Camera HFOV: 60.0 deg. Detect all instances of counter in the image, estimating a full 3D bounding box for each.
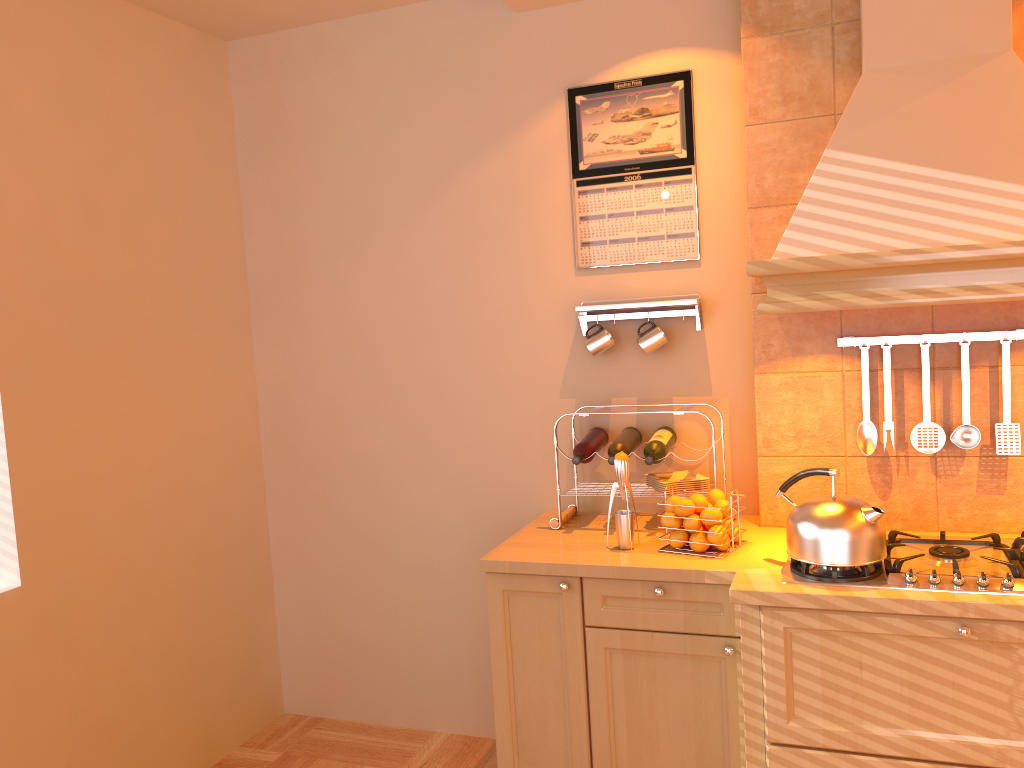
[{"bbox_3d":[1.038,0.475,2.402,2.250,0.038,0.770,-2,5,21],"label":"counter"}]

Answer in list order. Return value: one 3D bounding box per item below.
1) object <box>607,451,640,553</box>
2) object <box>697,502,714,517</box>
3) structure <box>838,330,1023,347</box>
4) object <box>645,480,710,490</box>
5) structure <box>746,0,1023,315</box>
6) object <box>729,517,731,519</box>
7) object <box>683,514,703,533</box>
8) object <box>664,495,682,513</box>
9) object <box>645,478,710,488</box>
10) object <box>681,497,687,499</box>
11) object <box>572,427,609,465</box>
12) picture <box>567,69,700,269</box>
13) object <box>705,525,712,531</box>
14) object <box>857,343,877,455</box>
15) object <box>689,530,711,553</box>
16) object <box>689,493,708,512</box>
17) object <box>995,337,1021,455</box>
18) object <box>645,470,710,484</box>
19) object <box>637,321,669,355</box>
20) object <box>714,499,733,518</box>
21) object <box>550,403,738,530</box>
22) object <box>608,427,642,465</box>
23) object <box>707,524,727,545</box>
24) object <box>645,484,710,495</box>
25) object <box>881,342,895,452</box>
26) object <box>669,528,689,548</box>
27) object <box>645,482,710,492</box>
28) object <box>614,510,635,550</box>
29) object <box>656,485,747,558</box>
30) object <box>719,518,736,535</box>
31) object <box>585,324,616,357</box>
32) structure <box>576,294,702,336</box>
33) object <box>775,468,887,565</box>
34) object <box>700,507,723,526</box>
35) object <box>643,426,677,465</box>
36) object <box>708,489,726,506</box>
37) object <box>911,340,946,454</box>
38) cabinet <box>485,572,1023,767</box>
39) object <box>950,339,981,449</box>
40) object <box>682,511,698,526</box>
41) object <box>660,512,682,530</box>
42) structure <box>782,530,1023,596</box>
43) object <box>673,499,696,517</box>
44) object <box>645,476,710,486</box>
[{"bbox_3d":[0.313,0.339,2.603,0.088,0.288,0.101,-2,5,21],"label":"object"},{"bbox_3d":[0.566,0.370,2.597,0.055,0.051,0.061,-6,5,-24],"label":"object"},{"bbox_3d":[1.188,-0.128,2.500,0.506,0.024,0.009,-2,5,21],"label":"structure"},{"bbox_3d":[0.525,0.318,2.815,0.163,0.011,0.172,-4,5,-10],"label":"object"},{"bbox_3d":[1.218,-0.566,0.638,1.061,1.148,4.091,-4,5,-5],"label":"structure"},{"bbox_3d":[0.619,0.386,2.591,0.053,0.054,0.061,-1,5,27],"label":"object"},{"bbox_3d":[0.514,0.396,2.522,0.052,0.053,0.062,1,6,43],"label":"object"},{"bbox_3d":[0.471,0.353,2.573,0.052,0.060,0.057,-6,5,-31],"label":"object"},{"bbox_3d":[0.524,0.311,2.814,0.163,0.011,0.172,-4,5,-10],"label":"object"},{"bbox_3d":[0.503,0.360,2.617,0.053,0.051,0.063,-1,5,26],"label":"object"},{"bbox_3d":[0.249,0.206,2.912,0.076,0.095,0.282,-2,5,21],"label":"object"},{"bbox_3d":[0.397,-0.700,2.931,0.417,0.605,0.009,-2,5,21],"label":"picture"},{"bbox_3d":[0.580,0.404,2.544,0.051,0.053,0.062,-4,5,-11],"label":"object"},{"bbox_3d":[1.021,0.044,2.558,0.055,0.323,0.028,-2,5,21],"label":"object"},{"bbox_3d":[0.534,0.447,2.519,0.064,0.063,0.074,-3,5,1],"label":"object"},{"bbox_3d":[0.538,0.343,2.560,0.051,0.053,0.063,-5,5,-17],"label":"object"},{"bbox_3d":[1.359,0.033,2.433,0.061,0.323,0.020,-2,5,21],"label":"object"},{"bbox_3d":[0.523,0.298,2.813,0.163,0.011,0.172,-4,5,-10],"label":"object"},{"bbox_3d":[0.461,-0.151,2.907,0.103,0.111,0.066,-2,5,14],"label":"object"},{"bbox_3d":[0.604,0.356,2.536,0.051,0.053,0.063,-4,5,-6],"label":"object"},{"bbox_3d":[0.416,0.266,2.862,0.572,0.379,0.221,-2,5,21],"label":"object"},{"bbox_3d":[0.357,0.203,2.870,0.076,0.095,0.282,-2,5,21],"label":"object"},{"bbox_3d":[0.572,0.421,2.477,0.061,0.054,0.052,-8,6,-42],"label":"object"},{"bbox_3d":[0.525,0.331,2.816,0.163,0.011,0.172,-4,5,-10],"label":"object"},{"bbox_3d":[1.079,0.039,2.547,0.028,0.319,0.006,-2,5,21],"label":"object"},{"bbox_3d":[0.478,0.442,2.544,0.060,0.057,0.052,-5,5,-17],"label":"object"},{"bbox_3d":[0.525,0.324,2.815,0.163,0.011,0.172,-4,5,-10],"label":"object"},{"bbox_3d":[0.332,0.429,2.605,0.060,0.106,0.060,-4,5,-11],"label":"object"},{"bbox_3d":[0.550,0.385,2.567,0.207,0.174,0.189,0,6,36],"label":"object"},{"bbox_3d":[0.609,0.406,2.534,0.061,0.055,0.051,-7,6,-40],"label":"object"},{"bbox_3d":[0.295,-0.146,2.971,0.103,0.111,0.066,-2,5,14],"label":"object"},{"bbox_3d":[0.417,-0.226,2.941,0.405,0.118,0.069,-2,5,21],"label":"structure"},{"bbox_3d":[0.822,0.323,2.273,0.251,0.215,0.242,-3,5,8],"label":"object"},{"bbox_3d":[0.561,0.373,2.498,0.061,0.052,0.053,-4,5,-6],"label":"object"},{"bbox_3d":[0.465,0.200,2.829,0.076,0.095,0.282,-2,5,21],"label":"object"},{"bbox_3d":[0.602,0.337,2.602,0.050,0.060,0.059,-5,5,-19],"label":"object"},{"bbox_3d":[1.173,0.037,2.506,0.090,0.320,0.017,-2,5,21],"label":"object"},{"bbox_3d":[1.280,0.921,2.157,2.850,0.840,1.141,-2,5,21],"label":"cabinet"},{"bbox_3d":[1.267,0.028,2.487,0.077,0.309,0.037,-2,5,20],"label":"object"},{"bbox_3d":[0.510,0.388,2.578,0.064,0.053,0.051,-5,5,-16],"label":"object"},{"bbox_3d":[0.459,0.395,2.552,0.063,0.051,0.053,0,6,40],"label":"object"},{"bbox_3d":[1.126,0.437,2.284,0.797,0.051,0.494,-2,5,21],"label":"structure"},{"bbox_3d":[0.491,0.352,2.524,0.063,0.051,0.053,-1,5,28],"label":"object"},{"bbox_3d":[0.524,0.304,2.814,0.163,0.011,0.172,-4,5,-10],"label":"object"}]
